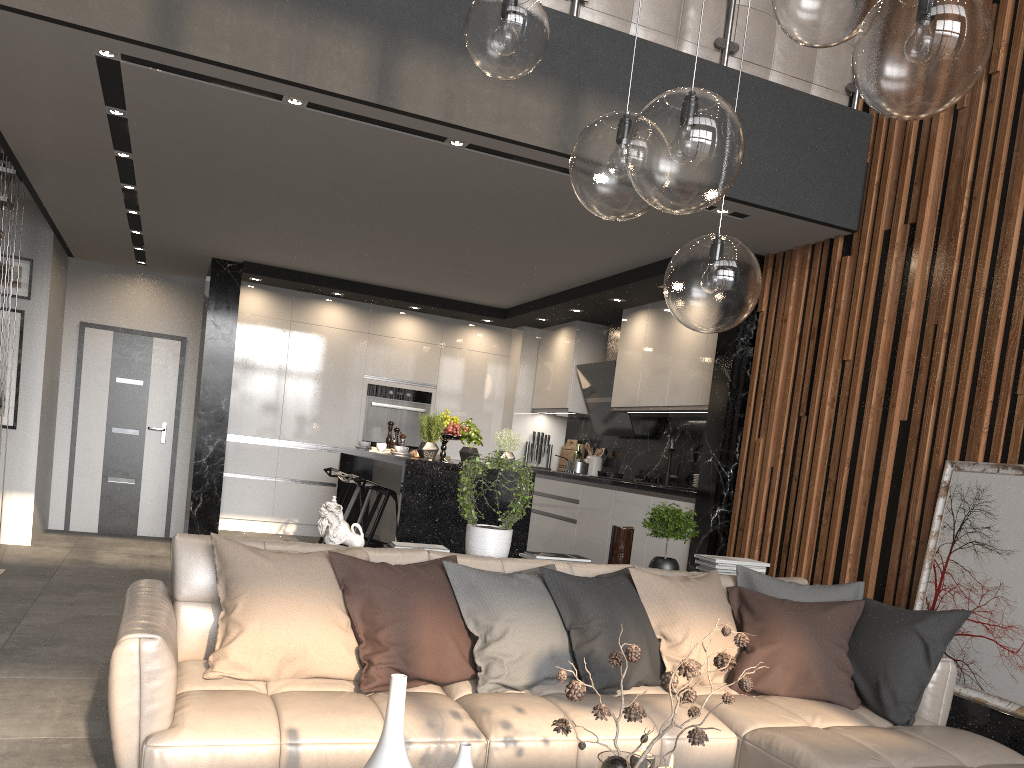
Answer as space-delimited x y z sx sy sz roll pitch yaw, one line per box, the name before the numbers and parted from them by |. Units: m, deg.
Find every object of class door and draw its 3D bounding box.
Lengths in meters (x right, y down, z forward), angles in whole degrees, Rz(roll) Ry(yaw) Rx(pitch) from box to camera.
door | -3.872 0.500 8.781 0.979 2.100 0.167 6 5 -22

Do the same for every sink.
sink | 1.096 0.680 6.831 0.501 0.550 1.103 7 -3 -21

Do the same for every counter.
counter | 0.857 0.823 7.365 0.614 0.040 3.430 9 -5 -21

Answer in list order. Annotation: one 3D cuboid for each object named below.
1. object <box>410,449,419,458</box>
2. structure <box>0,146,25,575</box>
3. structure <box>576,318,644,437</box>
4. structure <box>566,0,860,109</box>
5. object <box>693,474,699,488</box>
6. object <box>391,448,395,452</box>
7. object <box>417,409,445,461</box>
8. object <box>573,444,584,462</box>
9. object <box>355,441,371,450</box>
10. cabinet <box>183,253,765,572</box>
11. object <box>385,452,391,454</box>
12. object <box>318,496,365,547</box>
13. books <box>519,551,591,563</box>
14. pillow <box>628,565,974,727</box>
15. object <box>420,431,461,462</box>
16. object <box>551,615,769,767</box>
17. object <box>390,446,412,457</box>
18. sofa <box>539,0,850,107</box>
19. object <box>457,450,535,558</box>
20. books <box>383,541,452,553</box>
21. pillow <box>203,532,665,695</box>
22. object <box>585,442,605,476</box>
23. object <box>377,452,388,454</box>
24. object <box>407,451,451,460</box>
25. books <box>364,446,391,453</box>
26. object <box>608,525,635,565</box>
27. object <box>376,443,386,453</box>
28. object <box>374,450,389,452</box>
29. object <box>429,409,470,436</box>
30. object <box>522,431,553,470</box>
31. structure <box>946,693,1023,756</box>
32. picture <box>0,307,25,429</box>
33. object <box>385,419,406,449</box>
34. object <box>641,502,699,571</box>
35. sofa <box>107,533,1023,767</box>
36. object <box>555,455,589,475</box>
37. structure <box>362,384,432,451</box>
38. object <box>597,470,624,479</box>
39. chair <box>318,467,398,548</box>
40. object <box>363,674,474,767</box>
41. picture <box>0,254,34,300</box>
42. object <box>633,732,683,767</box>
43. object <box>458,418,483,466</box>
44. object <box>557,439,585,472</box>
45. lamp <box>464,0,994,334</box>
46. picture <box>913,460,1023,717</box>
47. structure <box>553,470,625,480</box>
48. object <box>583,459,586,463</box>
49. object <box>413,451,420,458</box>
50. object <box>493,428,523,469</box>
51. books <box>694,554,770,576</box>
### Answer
object | -0.683 0.506 6.383 0.132 0.060 0.069 8 -1 -22
structure | -3.303 -1.743 4.458 1.184 6.100 3.552 5 3 -21
structure | 0.901 -0.062 7.729 0.416 1.039 0.729 5 2 -21
structure | -0.659 -2.032 5.393 4.248 0.744 3.350 8 -5 -22
object | 1.437 0.677 6.197 0.302 0.197 0.302 7 -2 -18
object | -0.856 0.510 6.565 0.075 0.043 0.127 8 -4 -29
object | -0.524 0.320 5.753 0.195 0.372 0.186 8 3 23
object | 0.646 0.727 8.482 0.090 0.285 0.080 5 4 -21
object | -1.218 0.510 7.214 0.154 0.071 0.156 4 -4 37
cabinet | -0.524 0.123 6.894 3.642 3.263 6.152 7 -3 -21
object | -0.867 0.524 6.565 0.191 0.012 0.192 6 -5 11
object | -0.736 0.633 3.794 0.207 0.292 0.134 7 3 -3
books | 0.188 0.866 4.202 0.327 0.100 0.203 8 -3 -22
pillow | 1.165 1.113 3.791 1.379 0.552 0.762 6 -2 9
object | -0.481 0.449 6.158 0.364 0.189 0.370 5 -3 32
object | 0.347 0.797 1.952 0.313 0.607 0.546 9 2 39
object | -0.773 0.469 6.086 0.154 0.071 0.156 4 -4 37
sofa | 0.456 -1.924 5.309 2.291 0.787 2.269 8 -4 -21
object | -0.094 0.584 4.044 0.387 0.581 0.213 5 3 -41
books | -0.418 0.780 3.960 0.350 0.101 0.192 8 -3 -22
pillow | -0.154 0.916 3.367 1.953 0.503 0.537 8 -1 -23
object | 0.773 0.707 8.179 0.176 0.307 0.156 6 3 -18
object | -0.921 0.524 6.581 0.229 0.003 0.227 9 -5 -21
object | -0.731 0.617 7.585 0.292 0.030 0.398 9 -5 -22
books | -1.003 0.531 6.990 0.325 0.038 0.171 9 -5 -22
object | 0.534 0.833 4.320 0.109 0.270 0.107 6 3 -16
object | -0.988 0.485 6.624 0.076 0.071 0.084 6 -1 28
object | -0.981 0.504 6.579 0.129 0.027 0.027 4 -1 27
object | -0.458 0.285 6.156 0.349 0.216 0.316 8 -2 -24
object | 0.272 0.675 8.894 0.324 0.376 0.065 6 4 -22
structure | 2.624 1.548 2.637 0.671 0.460 6.481 7 -5 -21
picture | -4.515 -0.175 7.164 0.876 1.002 0.024 6 4 -22
object | -0.973 0.453 7.485 0.151 0.286 0.197 5 2 -38
object | 0.782 0.799 4.417 0.307 0.411 0.272 7 2 28
sofa | 0.349 1.134 3.078 3.264 0.824 1.861 8 -4 -22
object | 0.553 0.736 7.935 0.201 0.154 0.345 7 -3 -31
structure | -1.243 0.367 8.942 0.659 0.637 0.645 7 0 -22
object | 0.818 0.784 7.629 0.355 0.061 0.230 11 -6 -43
chair | -1.160 1.050 6.616 0.437 0.740 1.714 6 -3 -21
object | -0.185 0.831 1.908 0.316 0.401 0.317 7 1 -3
picture | -4.183 -0.897 7.206 0.412 0.337 0.024 7 4 -22
object | 0.382 1.027 2.313 0.154 0.213 0.076 6 3 -11
object | -0.278 0.384 5.834 0.179 0.315 0.170 6 2 -11
object | 0.590 0.722 8.773 0.098 0.333 0.397 5 0 -21
lamp | 0.603 -2.675 1.616 1.238 5.040 1.211 5 4 -24
picture | 2.022 0.829 3.675 0.102 1.006 0.721 5 2 -21
structure | 0.704 0.817 7.762 0.513 0.060 0.596 9 -5 -21
object | 0.659 0.783 8.409 0.181 0.164 0.270 7 -2 -21
object | -0.676 0.503 6.329 0.074 0.059 0.060 7 0 0
object | -0.031 0.438 5.964 0.221 0.286 0.209 7 1 -8
books | 1.129 0.979 4.527 0.334 0.151 0.198 8 -2 -21
